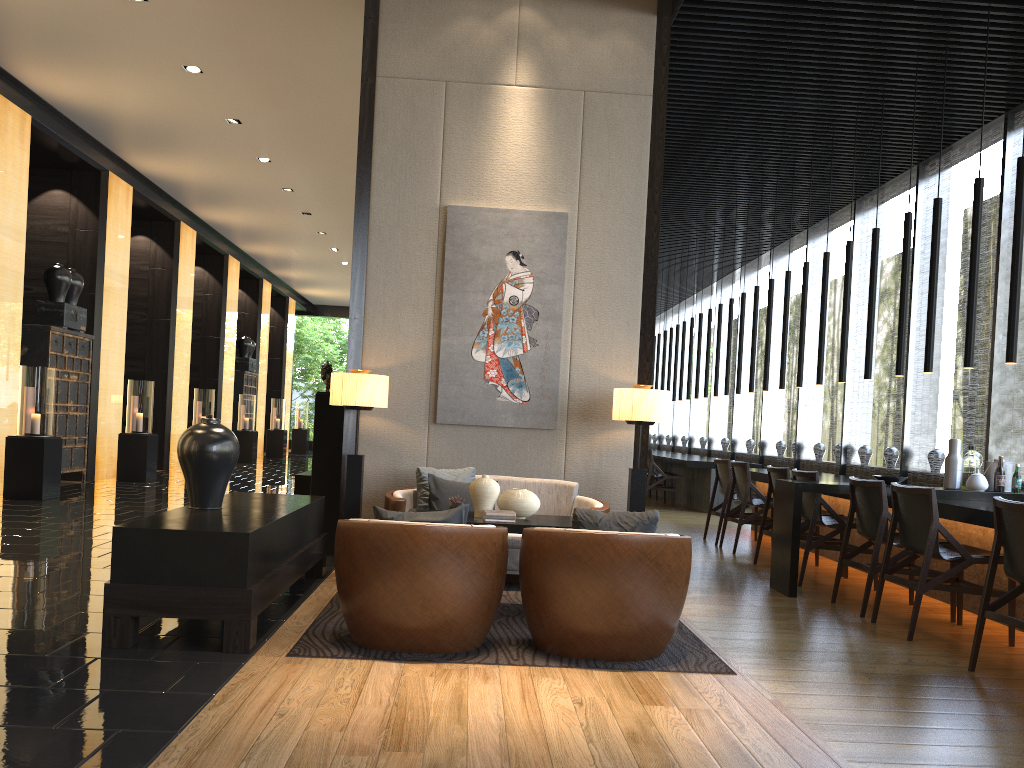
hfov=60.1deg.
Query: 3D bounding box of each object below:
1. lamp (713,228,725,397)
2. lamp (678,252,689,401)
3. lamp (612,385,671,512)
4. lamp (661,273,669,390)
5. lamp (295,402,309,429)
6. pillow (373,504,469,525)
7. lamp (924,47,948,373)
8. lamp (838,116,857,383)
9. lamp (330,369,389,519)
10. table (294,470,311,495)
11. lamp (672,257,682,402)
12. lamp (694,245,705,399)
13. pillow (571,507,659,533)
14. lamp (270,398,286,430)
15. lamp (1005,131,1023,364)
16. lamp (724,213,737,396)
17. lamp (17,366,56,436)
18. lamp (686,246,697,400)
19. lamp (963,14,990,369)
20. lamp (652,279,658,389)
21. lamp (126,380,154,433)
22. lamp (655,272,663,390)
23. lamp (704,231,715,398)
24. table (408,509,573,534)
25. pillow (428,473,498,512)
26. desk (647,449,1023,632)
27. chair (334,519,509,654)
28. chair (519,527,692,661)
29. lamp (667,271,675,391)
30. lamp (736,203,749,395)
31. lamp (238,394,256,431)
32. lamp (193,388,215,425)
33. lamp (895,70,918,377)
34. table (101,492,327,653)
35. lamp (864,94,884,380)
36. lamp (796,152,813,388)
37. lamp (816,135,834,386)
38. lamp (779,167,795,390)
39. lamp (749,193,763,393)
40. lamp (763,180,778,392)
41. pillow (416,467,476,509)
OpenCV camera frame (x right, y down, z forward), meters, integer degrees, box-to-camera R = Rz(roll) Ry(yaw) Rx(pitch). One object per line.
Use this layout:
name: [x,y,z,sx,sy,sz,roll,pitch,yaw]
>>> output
lamp: [2.829,-1.033,12.010,0.060,2.421,0.060,3,1,-8]
lamp: [2.736,-0.940,14.049,0.060,2.421,0.060,2,1,-38]
lamp: [0.831,0.684,5.890,0.374,1.351,0.375,3,0,27]
lamp: [2.674,-0.878,15.417,0.060,2.421,0.060,2,1,-38]
lamp: [-5.716,0.851,24.068,0.337,0.729,0.336,3,0,-15]
pillow: [-0.408,0.686,3.913,0.441,0.338,0.205,3,0,4]
lamp: [3.083,-1.288,6.413,0.060,2.421,0.060,3,1,-8]
lamp: [3.015,-1.220,7.910,0.060,2.421,0.060,3,1,-8]
lamp: [-1.027,0.584,5.804,0.375,1.348,0.374,3,1,-41]
table: [-1.636,1.096,8.597,0.620,0.513,1.961,3,-3,-2]
lamp: [2.716,-0.920,14.496,0.060,2.421,0.060,2,1,-38]
lamp: [2.782,-0.986,13.036,0.060,2.421,0.060,2,1,-38]
pillow: [0.448,0.729,3.954,0.399,0.362,0.222,3,0,-2]
lamp: [-5.583,0.718,21.135,0.337,0.729,0.336,3,0,-1]
lamp: [3.128,-1.333,5.427,0.060,2.421,0.060,3,1,-8]
lamp: [2.852,-1.056,11.501,0.060,2.421,0.060,3,1,-8]
lamp: [-5.049,0.183,9.401,0.336,0.729,0.337,3,0,3]
lamp: [2.759,-0.963,13.543,0.060,2.421,0.060,2,1,-38]
lamp: [3.107,-1.312,5.891,0.060,2.421,0.060,3,1,-8]
lamp: [2.631,-0.835,16.347,0.060,2.421,0.060,2,1,-38]
lamp: [-5.182,0.316,12.335,0.337,0.729,0.336,3,0,-1]
lamp: [2.650,-0.854,15.938,0.060,2.421,0.060,2,1,-38]
lamp: [2.805,-1.010,12.523,0.060,2.421,0.060,3,1,-8]
table: [-0.080,1.005,4.941,1.042,0.517,0.575,3,-1,-3]
pillow: [-0.324,0.764,5.699,0.472,0.361,0.219,3,0,-6]
desk: [2.503,1.310,10.979,1.780,0.759,28.746,3,-3,-2]
chair: [-0.421,0.904,4.035,0.804,0.604,0.606,3,-1,-2]
chair: [0.433,0.951,4.075,0.804,0.604,0.606,3,-1,-2]
lamp: [2.695,-0.899,14.952,0.060,2.421,0.060,2,1,-38]
lamp: [2.875,-1.079,10.993,0.060,2.421,0.060,3,1,-8]
lamp: [-5.449,0.584,18.202,0.337,0.729,0.336,3,0,-1]
lamp: [-5.316,0.450,15.268,0.337,0.729,0.336,3,0,-1]
lamp: [3.064,-1.269,6.844,0.060,2.421,0.060,3,1,-8]
table: [-1.460,0.920,4.735,0.620,0.513,1.961,3,-3,-2]
lamp: [3.039,-1.243,7.395,0.060,2.421,0.060,3,1,-8]
lamp: [2.969,-1.173,8.936,0.060,2.421,0.060,3,1,-8]
lamp: [2.992,-1.197,8.424,0.060,2.421,0.060,3,1,-8]
lamp: [2.946,-1.150,9.443,0.060,2.421,0.060,3,1,-8]
lamp: [2.898,-1.103,10.481,0.060,2.421,0.060,3,1,-8]
lamp: [2.922,-1.126,9.968,0.060,2.421,0.060,3,1,-8]
pillow: [-0.431,0.745,5.849,0.433,0.400,0.201,4,0,-24]
